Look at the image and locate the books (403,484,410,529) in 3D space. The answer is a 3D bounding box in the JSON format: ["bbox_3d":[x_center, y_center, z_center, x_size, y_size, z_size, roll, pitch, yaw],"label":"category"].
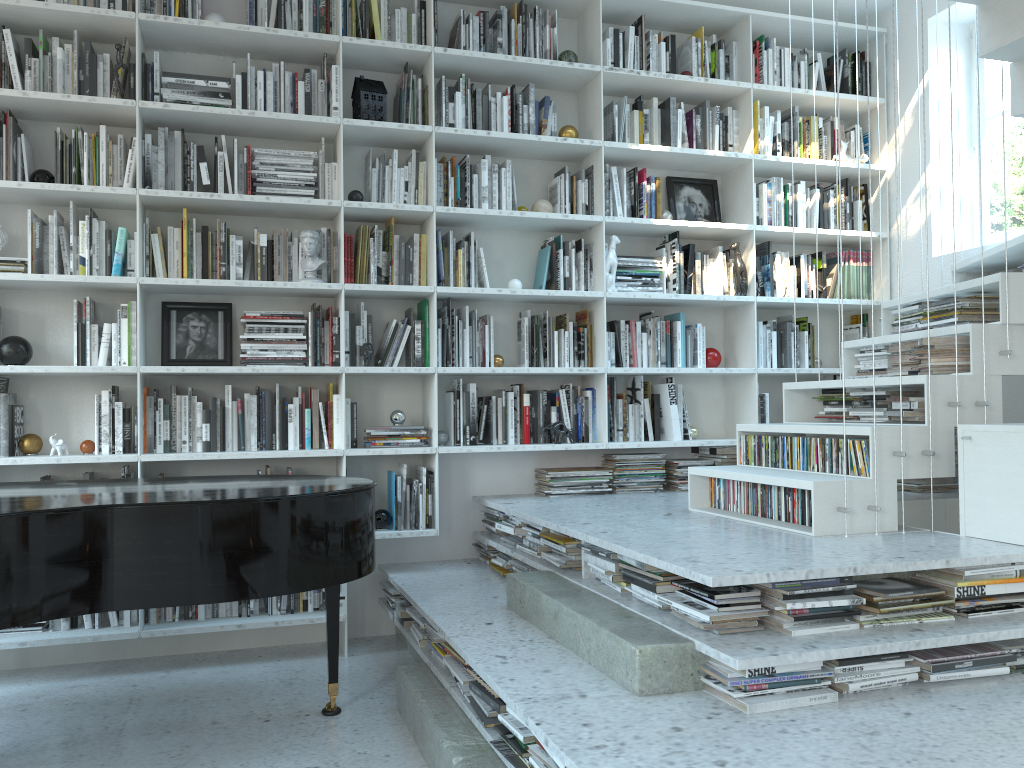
[{"bbox_3d":[-0.493,0.565,4.110,0.013,0.202,0.139,0,-1,-18],"label":"books"}]

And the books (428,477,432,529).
[{"bbox_3d":[-0.397,0.549,4.130,0.013,0.233,0.149,0,-1,-18],"label":"books"}]

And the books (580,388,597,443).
[{"bbox_3d":[0.387,0.157,4.477,0.025,0.272,0.171,0,-1,-18],"label":"books"}]

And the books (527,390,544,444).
[{"bbox_3d":[0.113,0.163,4.392,0.026,0.262,0.173,0,-1,-18],"label":"books"}]

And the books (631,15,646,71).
[{"bbox_3d":[0.644,-1.709,4.590,0.014,0.332,0.180,0,-1,-18],"label":"books"}]

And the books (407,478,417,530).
[{"bbox_3d":[-0.467,0.553,4.093,0.026,0.224,0.175,0,-1,-18],"label":"books"}]

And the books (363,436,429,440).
[{"bbox_3d":[-0.541,0.252,4.130,0.285,0.012,0.159,0,-2,-15],"label":"books"}]

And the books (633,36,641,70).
[{"bbox_3d":[0.620,-1.658,4.593,0.030,0.231,0.148,0,-1,-18],"label":"books"}]

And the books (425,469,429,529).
[{"bbox_3d":[-0.414,0.531,4.140,0.015,0.270,0.157,0,-1,-18],"label":"books"}]

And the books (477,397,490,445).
[{"bbox_3d":[-0.160,0.179,4.308,0.065,0.231,0.162,0,-1,-18],"label":"books"}]

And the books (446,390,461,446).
[{"bbox_3d":[-0.281,0.163,4.253,0.023,0.262,0.186,0,-1,-18],"label":"books"}]

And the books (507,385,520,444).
[{"bbox_3d":[0.007,0.152,4.374,0.012,0.285,0.159,0,-1,-18],"label":"books"}]

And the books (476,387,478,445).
[{"bbox_3d":[-0.194,0.156,4.291,0.010,0.277,0.174,0,-1,-18],"label":"books"}]

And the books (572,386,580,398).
[{"bbox_3d":[0.314,0.153,4.479,0.012,0.282,0.143,0,-1,-18],"label":"books"}]

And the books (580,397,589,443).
[{"bbox_3d":[0.341,0.179,4.455,0.025,0.228,0.175,0,-1,-18],"label":"books"}]

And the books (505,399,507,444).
[{"bbox_3d":[-0.051,0.184,4.352,0.012,0.221,0.153,0,-1,-18],"label":"books"}]

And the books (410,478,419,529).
[{"bbox_3d":[-0.454,0.553,4.114,0.012,0.225,0.149,0,-1,-18],"label":"books"}]

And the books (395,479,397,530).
[{"bbox_3d":[-0.550,0.552,4.092,0.012,0.229,0.129,0,-1,-18],"label":"books"}]

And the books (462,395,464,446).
[{"bbox_3d":[-0.261,0.175,4.286,0.015,0.240,0.152,0,-1,-18],"label":"books"}]

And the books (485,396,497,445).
[{"bbox_3d":[-0.107,0.177,4.336,0.029,0.234,0.142,0,-1,-18],"label":"books"}]

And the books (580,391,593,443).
[{"bbox_3d":[0.363,0.164,4.469,0.026,0.258,0.156,0,-1,-18],"label":"books"}]

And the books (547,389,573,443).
[{"bbox_3d":[0.237,0.160,4.430,0.070,0.266,0.186,0,-1,-18],"label":"books"}]

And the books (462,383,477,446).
[{"bbox_3d":[-0.211,0.147,4.276,0.030,0.294,0.188,0,-1,-18],"label":"books"}]

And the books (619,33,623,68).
[{"bbox_3d":[0.523,-1.658,4.560,0.024,0.231,0.168,0,-1,-18],"label":"books"}]

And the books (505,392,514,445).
[{"bbox_3d":[-0.029,0.168,4.343,0.025,0.252,0.181,0,-1,-18],"label":"books"}]

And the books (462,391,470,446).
[{"bbox_3d":[-0.236,0.166,4.269,0.023,0.256,0.178,0,-1,-18],"label":"books"}]

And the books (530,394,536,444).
[{"bbox_3d":[0.086,0.173,4.400,0.021,0.242,0.131,0,-1,-18],"label":"books"}]

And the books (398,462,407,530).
[{"bbox_3d":[-0.516,0.516,4.106,0.032,0.300,0.149,0,-1,-18],"label":"books"}]

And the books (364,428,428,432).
[{"bbox_3d":[-0.542,0.215,4.133,0.285,0.012,0.159,0,-2,-14],"label":"books"}]

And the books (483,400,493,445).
[{"bbox_3d":[-0.123,0.186,4.320,0.011,0.217,0.175,0,-1,-18],"label":"books"}]

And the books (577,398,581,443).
[{"bbox_3d":[0.310,0.183,4.451,0.013,0.220,0.168,0,-1,-18],"label":"books"}]

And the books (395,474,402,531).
[{"bbox_3d":[-0.532,0.543,4.080,0.014,0.246,0.176,0,-1,-18],"label":"books"}]

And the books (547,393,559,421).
[{"bbox_3d":[0.199,0.169,4.424,0.012,0.249,0.164,0,-1,-18],"label":"books"}]

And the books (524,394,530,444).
[{"bbox_3d":[0.045,0.172,4.365,0.031,0.244,0.184,0,-1,-18],"label":"books"}]

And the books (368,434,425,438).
[{"bbox_3d":[-0.542,0.240,4.134,0.254,0.012,0.161,0,-2,-13],"label":"books"}]

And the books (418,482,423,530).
[{"bbox_3d":[-0.438,0.559,4.101,0.011,0.212,0.178,0,-1,-18],"label":"books"}]

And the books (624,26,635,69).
[{"bbox_3d":[0.583,-1.682,4.580,0.048,0.278,0.150,0,-1,-18],"label":"books"}]

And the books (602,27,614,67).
[{"bbox_3d":[0.475,-1.668,4.542,0.025,0.250,0.178,0,-1,-18],"label":"books"}]

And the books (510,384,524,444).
[{"bbox_3d":[0.025,0.147,4.356,0.012,0.293,0.175,0,-1,-18],"label":"books"}]

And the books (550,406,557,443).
[{"bbox_3d":[0.183,0.203,4.415,0.025,0.181,0.169,0,-1,-18],"label":"books"}]

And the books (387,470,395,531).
[{"bbox_3d":[-0.556,0.534,4.082,0.005,0.264,0.162,0,-1,-18],"label":"books"}]

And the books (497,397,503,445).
[{"bbox_3d":[-0.081,0.181,4.340,0.024,0.228,0.159,0,-1,-18],"label":"books"}]

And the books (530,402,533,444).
[{"bbox_3d":[0.067,0.175,4.387,0.025,0.237,0.156,0,-1,-18],"label":"books"}]

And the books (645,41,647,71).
[{"bbox_3d":[0.658,-1.653,4.619,0.030,0.220,0.133,0,-1,-18],"label":"books"}]

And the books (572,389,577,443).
[{"bbox_3d":[0.290,0.161,4.458,0.021,0.264,0.150,0,-1,-18],"label":"books"}]

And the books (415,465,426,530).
[{"bbox_3d":[-0.425,0.523,4.114,0.021,0.285,0.172,0,-1,-18],"label":"books"}]

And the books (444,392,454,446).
[{"bbox_3d":[-0.304,0.168,4.266,0.012,0.254,0.161,0,-1,-18],"label":"books"}]

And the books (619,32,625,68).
[{"bbox_3d":[0.542,-1.667,4.585,0.027,0.249,0.140,0,-1,-18],"label":"books"}]

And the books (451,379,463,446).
[{"bbox_3d":[-0.266,0.136,4.259,0.010,0.316,0.187,0,-1,-18],"label":"books"}]

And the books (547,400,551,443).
[{"bbox_3d":[0.159,0.188,4.415,0.022,0.211,0.135,0,-1,-18],"label":"books"}]

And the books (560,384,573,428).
[{"bbox_3d":[0.274,0.147,4.452,0.013,0.294,0.134,0,-1,-18],"label":"books"}]

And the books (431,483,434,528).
[{"bbox_3d":[-0.388,0.563,4.146,0.012,0.206,0.160,0,-1,-18],"label":"books"}]

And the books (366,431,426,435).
[{"bbox_3d":[-0.540,0.227,4.124,0.254,0.012,0.161,0,-2,-18],"label":"books"}]

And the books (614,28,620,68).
[{"bbox_3d":[0.501,-1.664,4.545,0.026,0.241,0.184,0,-1,-18],"label":"books"}]

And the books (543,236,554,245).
[{"bbox_3d":[0.190,-0.584,4.452,0.016,0.290,0.135,0,-1,-18],"label":"books"}]

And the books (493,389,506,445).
[{"bbox_3d":[-0.062,0.161,4.343,0.014,0.268,0.171,0,-1,-18],"label":"books"}]

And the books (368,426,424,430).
[{"bbox_3d":[-0.541,0.203,4.126,0.254,0.012,0.161,0,-2,-9],"label":"books"}]

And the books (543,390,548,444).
[{"bbox_3d":[0.136,0.162,4.406,0.026,0.263,0.169,0,-1,-18],"label":"books"}]

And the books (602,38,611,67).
[{"bbox_3d":[0.457,-1.634,4.523,0.022,0.182,0.190,0,-1,-18],"label":"books"}]
